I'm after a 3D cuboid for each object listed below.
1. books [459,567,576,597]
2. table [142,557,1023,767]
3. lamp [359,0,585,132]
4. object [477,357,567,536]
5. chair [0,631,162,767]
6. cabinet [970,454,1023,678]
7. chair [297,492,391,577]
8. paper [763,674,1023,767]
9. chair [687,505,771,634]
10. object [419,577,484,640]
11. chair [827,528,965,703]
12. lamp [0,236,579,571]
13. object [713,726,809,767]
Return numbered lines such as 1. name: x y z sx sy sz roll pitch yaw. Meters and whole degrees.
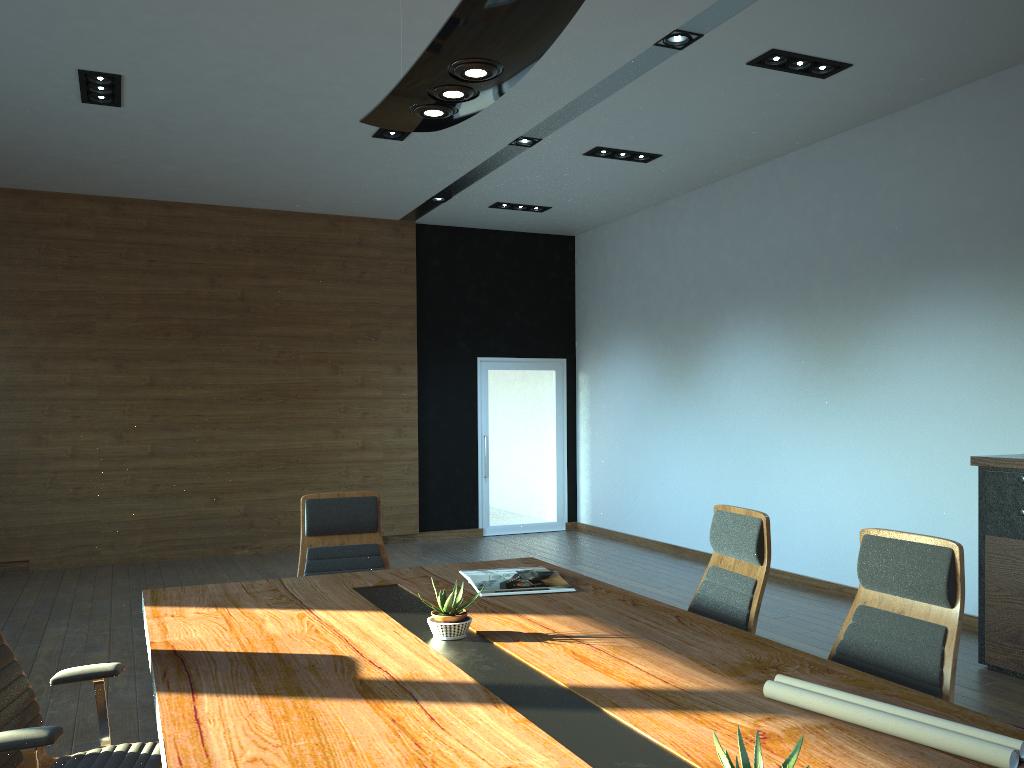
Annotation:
1. books: 0.009 0.821 3.762 0.389 0.033 0.544 0 -2 -12
2. table: 0.415 1.170 1.506 1.784 0.797 5.543 0 -2 -24
3. lamp: -0.190 -1.509 2.779 0.340 1.200 1.197 -1 0 -24
4. object: 0.110 0.764 10.989 1.197 2.161 0.200 -1 1 -24
5. chair: -1.335 1.060 2.677 0.696 1.128 0.706 -1 0 -9
6. cabinet: 3.511 1.004 4.270 0.767 1.233 2.348 -1 -1 -24
7. chair: -0.736 1.097 4.155 0.706 1.128 0.696 -1 0 -22
8. paper: 0.644 0.719 1.156 0.628 0.083 2.241 -1 -2 16
9. chair: 0.635 1.066 3.521 0.696 1.128 0.706 -1 0 -17
10. object: -0.203 0.727 2.877 0.153 0.188 0.177 -1 0 41
11. chair: 0.992 1.040 2.729 0.696 1.128 0.706 -1 0 -24
12. lamp: -2.447 -0.110 6.996 9.390 3.710 16.687 0 -2 -24
13. object: 0.417 0.681 1.490 0.153 0.188 0.177 -1 0 16
